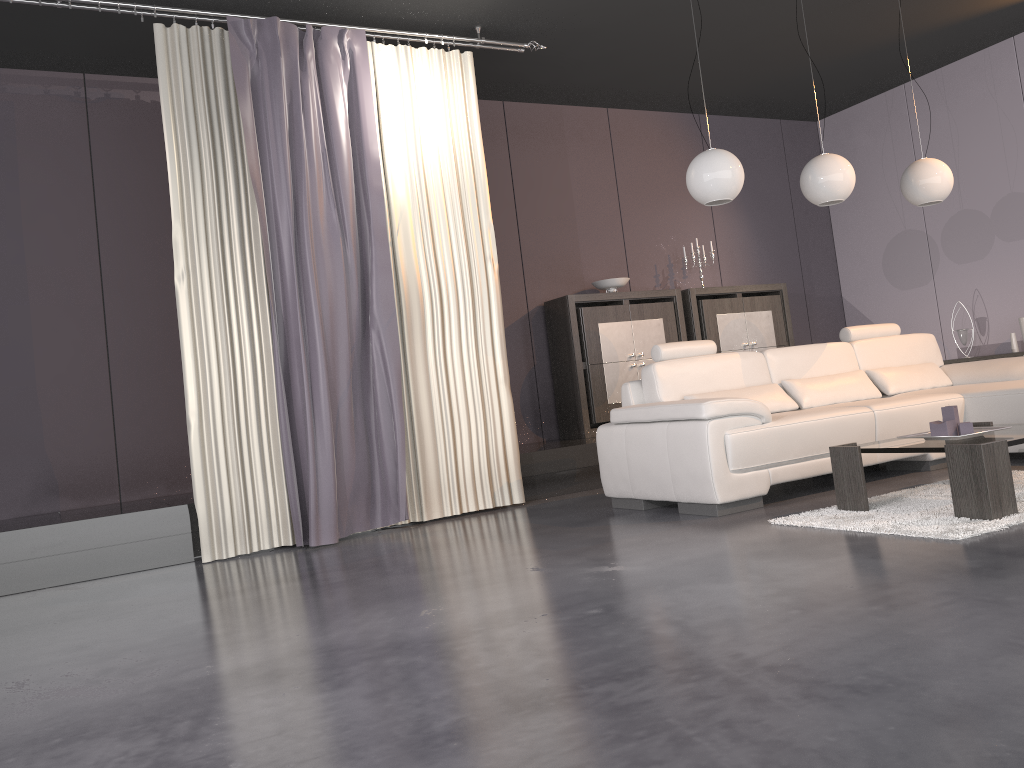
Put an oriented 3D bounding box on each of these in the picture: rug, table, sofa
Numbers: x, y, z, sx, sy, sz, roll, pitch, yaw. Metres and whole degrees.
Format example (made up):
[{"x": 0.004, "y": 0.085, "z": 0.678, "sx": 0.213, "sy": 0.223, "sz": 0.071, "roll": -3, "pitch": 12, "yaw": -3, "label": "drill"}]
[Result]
[{"x": 1.927, "y": 0.474, "z": 3.673, "sx": 1.529, "sy": 0.023, "sz": 0.912, "roll": -6, "pitch": -1, "yaw": -28, "label": "rug"}, {"x": 1.928, "y": 0.335, "z": 3.681, "sx": 0.907, "sy": 0.271, "sz": 0.698, "roll": -6, "pitch": -2, "yaw": -28, "label": "table"}, {"x": 2.119, "y": 0.048, "z": 4.714, "sx": 2.867, "sy": 0.861, "sz": 1.860, "roll": -6, "pitch": -2, "yaw": -28, "label": "sofa"}]

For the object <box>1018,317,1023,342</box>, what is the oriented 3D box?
[{"x": 3.964, "y": -0.385, "z": 6.813, "sx": 0.088, "sy": 0.264, "sz": 0.089, "roll": -8, "pitch": -4, "yaw": 23, "label": "object"}]

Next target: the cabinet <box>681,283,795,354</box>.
[{"x": 1.898, "y": -0.279, "z": 7.524, "sx": 1.074, "sy": 1.078, "sz": 0.409, "roll": -5, "pitch": -4, "yaw": -28, "label": "cabinet"}]

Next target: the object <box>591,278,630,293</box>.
[{"x": 0.791, "y": -0.760, "z": 7.041, "sx": 0.308, "sy": 0.117, "sz": 0.308, "roll": -7, "pitch": -2, "yaw": 5, "label": "object"}]

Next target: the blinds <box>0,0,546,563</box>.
[{"x": -1.047, "y": -0.657, "z": 4.873, "sx": 3.294, "sy": 3.007, "sz": 0.247, "roll": -5, "pitch": -4, "yaw": -28, "label": "blinds"}]

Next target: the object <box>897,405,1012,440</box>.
[{"x": 1.805, "y": 0.153, "z": 3.638, "sx": 0.305, "sy": 0.137, "sz": 0.303, "roll": -6, "pitch": -2, "yaw": -24, "label": "object"}]

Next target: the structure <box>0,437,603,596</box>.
[{"x": -0.845, "y": 0.699, "z": 5.646, "sx": 8.787, "sy": 0.301, "sz": 0.996, "roll": -6, "pitch": -2, "yaw": -28, "label": "structure"}]

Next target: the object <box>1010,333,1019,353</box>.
[{"x": 3.866, "y": -0.317, "z": 6.820, "sx": 0.051, "sy": 0.152, "sz": 0.051, "roll": -10, "pitch": -5, "yaw": 40, "label": "object"}]

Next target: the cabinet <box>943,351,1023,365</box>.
[{"x": 3.870, "y": 0.040, "z": 6.901, "sx": 0.378, "sy": 0.556, "sz": 1.067, "roll": -5, "pitch": -2, "yaw": -28, "label": "cabinet"}]

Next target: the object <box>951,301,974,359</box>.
[{"x": 3.665, "y": -0.444, "z": 7.203, "sx": 0.108, "sy": 0.467, "sz": 0.123, "roll": -5, "pitch": -4, "yaw": -27, "label": "object"}]

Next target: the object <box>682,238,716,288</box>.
[{"x": 1.583, "y": -1.010, "z": 7.470, "sx": 0.230, "sy": 0.447, "sz": 0.228, "roll": -6, "pitch": -3, "yaw": -11, "label": "object"}]

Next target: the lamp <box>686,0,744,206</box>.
[{"x": 1.026, "y": -1.676, "z": 4.807, "sx": 0.306, "sy": 1.420, "sz": 0.306, "roll": -9, "pitch": -4, "yaw": 29, "label": "lamp"}]

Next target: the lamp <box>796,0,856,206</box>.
[{"x": 1.776, "y": -1.757, "z": 5.214, "sx": 0.307, "sy": 1.420, "sz": 0.305, "roll": -5, "pitch": -4, "yaw": -25, "label": "lamp"}]

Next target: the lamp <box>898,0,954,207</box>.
[{"x": 2.555, "y": -1.840, "z": 5.641, "sx": 0.307, "sy": 1.420, "sz": 0.305, "roll": -5, "pitch": -4, "yaw": -25, "label": "lamp"}]

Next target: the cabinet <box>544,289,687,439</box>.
[{"x": 0.877, "y": -0.170, "z": 6.970, "sx": 1.074, "sy": 1.078, "sz": 0.409, "roll": -5, "pitch": -4, "yaw": -28, "label": "cabinet"}]
